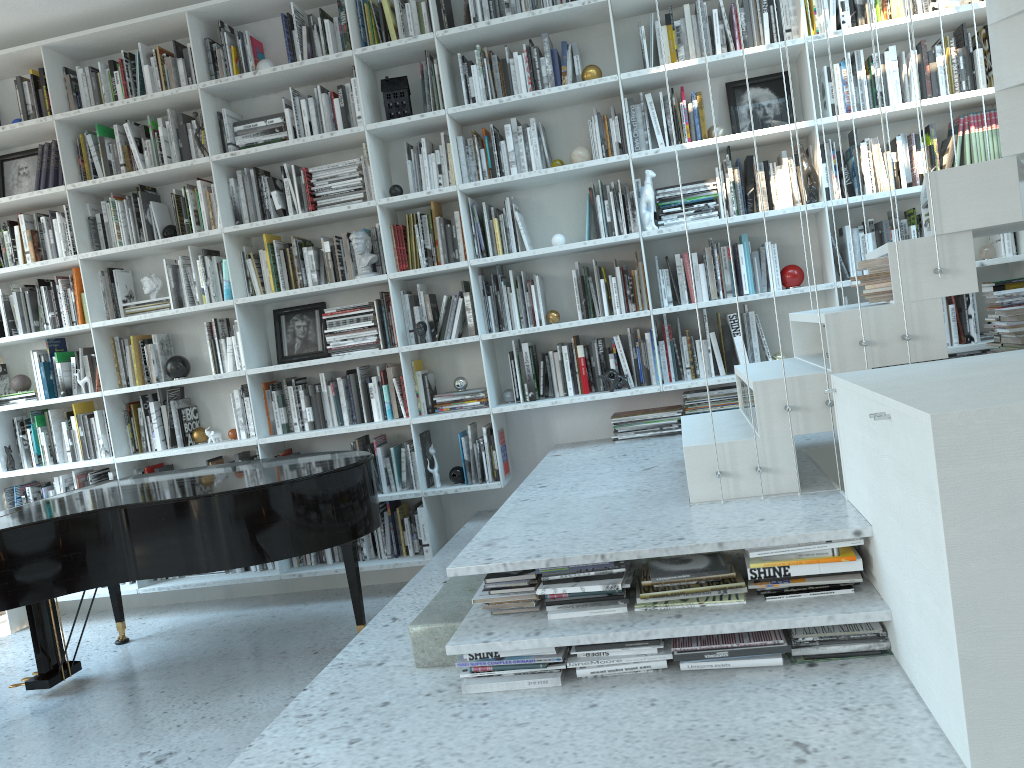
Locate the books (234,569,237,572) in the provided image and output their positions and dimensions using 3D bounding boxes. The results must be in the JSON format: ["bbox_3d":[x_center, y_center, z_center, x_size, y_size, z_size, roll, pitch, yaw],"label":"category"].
[{"bbox_3d":[-1.520,0.898,4.934,0.031,0.266,0.144,-8,4,11],"label":"books"}]

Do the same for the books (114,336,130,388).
[{"bbox_3d":[-2.138,-0.124,4.943,0.025,0.285,0.145,-8,4,11],"label":"books"}]

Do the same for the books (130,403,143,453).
[{"bbox_3d":[-2.049,0.239,4.948,0.012,0.272,0.181,-8,4,11],"label":"books"}]

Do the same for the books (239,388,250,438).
[{"bbox_3d":[-1.428,0.151,4.849,0.010,0.277,0.155,-8,4,11],"label":"books"}]

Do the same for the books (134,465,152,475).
[{"bbox_3d":[-2.058,0.609,5.007,0.012,0.285,0.159,-8,4,11],"label":"books"}]

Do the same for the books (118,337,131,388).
[{"bbox_3d":[-2.112,-0.123,4.943,0.026,0.275,0.154,-8,4,11],"label":"books"}]

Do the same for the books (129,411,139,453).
[{"bbox_3d":[-2.065,0.258,4.961,0.030,0.239,0.157,-8,4,11],"label":"books"}]

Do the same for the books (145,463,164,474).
[{"bbox_3d":[-1.990,0.598,4.990,0.013,0.288,0.160,-8,4,11],"label":"books"}]

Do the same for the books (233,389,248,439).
[{"bbox_3d":[-1.448,0.158,4.839,0.027,0.269,0.158,-8,4,11],"label":"books"}]

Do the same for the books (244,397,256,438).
[{"bbox_3d":[-1.394,0.175,4.833,0.029,0.221,0.153,-8,4,11],"label":"books"}]

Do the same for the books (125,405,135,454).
[{"bbox_3d":[-2.099,0.243,4.979,0.013,0.276,0.147,-8,4,11],"label":"books"}]

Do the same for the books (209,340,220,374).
[{"bbox_3d":[-1.587,-0.150,4.837,0.025,0.186,0.153,-8,4,11],"label":"books"}]

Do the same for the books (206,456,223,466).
[{"bbox_3d":[-1.628,0.550,4.921,0.012,0.285,0.159,-8,4,11],"label":"books"}]

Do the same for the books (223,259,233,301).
[{"bbox_3d":[-1.498,-0.553,4.776,0.060,0.228,0.179,-8,4,11],"label":"books"}]

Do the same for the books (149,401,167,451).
[{"bbox_3d":[-1.930,0.224,4.929,0.027,0.269,0.185,-8,4,11],"label":"books"}]

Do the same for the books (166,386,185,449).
[{"bbox_3d":[-1.857,0.185,4.914,0.050,0.328,0.166,-8,4,11],"label":"books"}]

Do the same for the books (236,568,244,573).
[{"bbox_3d":[-1.488,0.926,4.918,0.029,0.202,0.178,-8,4,11],"label":"books"}]

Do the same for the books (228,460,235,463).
[{"bbox_3d":[-1.537,0.555,4.892,0.022,0.251,0.187,-8,4,11],"label":"books"}]

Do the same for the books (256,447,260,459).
[{"bbox_3d":[-1.329,0.492,4.849,0.013,0.320,0.173,-8,4,11],"label":"books"}]

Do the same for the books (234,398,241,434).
[{"bbox_3d":[-1.462,0.181,4.862,0.015,0.225,0.148,-8,4,11],"label":"books"}]

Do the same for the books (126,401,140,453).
[{"bbox_3d":[-2.089,0.239,4.967,0.013,0.283,0.146,-8,4,11],"label":"books"}]

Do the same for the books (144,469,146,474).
[{"bbox_3d":[-2.001,0.603,4.990,0.010,0.282,0.149,-8,4,11],"label":"books"}]

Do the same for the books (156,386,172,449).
[{"bbox_3d":[-1.911,0.185,4.948,0.013,0.339,0.137,-8,4,11],"label":"books"}]

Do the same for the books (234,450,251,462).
[{"bbox_3d":[-1.469,0.523,4.900,0.025,0.294,0.134,-8,4,11],"label":"books"}]

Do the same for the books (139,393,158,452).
[{"bbox_3d":[-1.997,0.211,4.943,0.014,0.313,0.166,-8,4,11],"label":"books"}]

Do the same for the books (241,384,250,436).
[{"bbox_3d":[-1.418,0.143,4.843,0.014,0.291,0.131,-8,4,11],"label":"books"}]

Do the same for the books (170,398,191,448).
[{"bbox_3d":[-1.815,0.213,4.907,0.027,0.261,0.163,-8,4,11],"label":"books"}]

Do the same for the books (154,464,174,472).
[{"bbox_3d":[-1.936,0.598,4.989,0.026,0.274,0.146,-8,4,11],"label":"books"}]

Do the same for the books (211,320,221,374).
[{"bbox_3d":[-1.575,-0.205,4.841,0.011,0.292,0.155,-8,4,11],"label":"books"}]

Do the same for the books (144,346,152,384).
[{"bbox_3d":[-1.964,-0.109,4.910,0.011,0.208,0.180,-8,4,11],"label":"books"}]

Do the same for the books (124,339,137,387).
[{"bbox_3d":[-2.082,-0.121,4.931,0.036,0.263,0.166,-8,4,11],"label":"books"}]

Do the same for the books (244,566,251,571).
[{"bbox_3d":[-1.461,0.904,4.923,0.028,0.238,0.136,-8,4,11],"label":"books"}]

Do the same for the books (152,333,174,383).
[{"bbox_3d":[-1.920,-0.145,4.910,0.028,0.266,0.144,-8,4,11],"label":"books"}]

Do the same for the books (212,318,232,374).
[{"bbox_3d":[-1.565,-0.210,4.836,0.012,0.298,0.166,-8,4,11],"label":"books"}]

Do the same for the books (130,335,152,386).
[{"bbox_3d":[-2.031,-0.133,4.903,0.026,0.274,0.190,-8,4,11],"label":"books"}]

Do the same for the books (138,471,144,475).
[{"bbox_3d":[-2.040,0.616,5.006,0.023,0.266,0.134,-8,4,11],"label":"books"}]

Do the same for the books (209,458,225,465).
[{"bbox_3d":[-1.616,0.556,4.915,0.012,0.271,0.142,-8,4,11],"label":"books"}]

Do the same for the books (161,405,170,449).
[{"bbox_3d":[-1.886,0.232,4.940,0.029,0.241,0.135,-8,4,11],"label":"books"}]

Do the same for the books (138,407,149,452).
[{"bbox_3d":[-2.019,0.247,4.952,0.042,0.248,0.162,-8,4,11],"label":"books"}]

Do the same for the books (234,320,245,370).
[{"bbox_3d":[-1.426,-0.214,4.802,0.027,0.270,0.178,-8,4,11],"label":"books"}]

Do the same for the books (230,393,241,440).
[{"bbox_3d":[-1.479,0.169,4.856,0.012,0.254,0.160,-8,4,11],"label":"books"}]

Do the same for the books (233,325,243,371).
[{"bbox_3d":[-1.444,-0.199,4.800,0.012,0.245,0.171,-8,4,11],"label":"books"}]

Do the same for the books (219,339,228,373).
[{"bbox_3d":[-1.535,-0.156,4.842,0.030,0.183,0.154,-8,4,11],"label":"books"}]

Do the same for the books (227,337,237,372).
[{"bbox_3d":[-1.496,-0.164,4.819,0.057,0.189,0.155,-8,4,11],"label":"books"}]

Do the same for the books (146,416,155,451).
[{"bbox_3d":[-1.969,0.266,4.948,0.024,0.196,0.156,-8,4,11],"label":"books"}]

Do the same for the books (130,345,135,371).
[{"bbox_3d":[-2.049,-0.108,4.930,0.025,0.228,0.152,-8,4,11],"label":"books"}]

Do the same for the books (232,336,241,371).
[{"bbox_3d":[-1.456,-0.169,4.816,0.024,0.188,0.172,-8,4,11],"label":"books"}]

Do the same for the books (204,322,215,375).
[{"bbox_3d":[-1.612,-0.197,4.841,0.012,0.285,0.159,-8,4,11],"label":"books"}]

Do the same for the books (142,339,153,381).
[{"bbox_3d":[-1.982,-0.128,4.932,0.028,0.248,0.142,-8,4,11],"label":"books"}]

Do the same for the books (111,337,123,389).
[{"bbox_3d":[-2.166,-0.121,4.958,0.012,0.285,0.159,-8,4,11],"label":"books"}]

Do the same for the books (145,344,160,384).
[{"bbox_3d":[-1.947,-0.116,4.902,0.028,0.216,0.175,-8,4,11],"label":"books"}]

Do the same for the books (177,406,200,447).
[{"bbox_3d":[-1.784,0.233,4.918,0.023,0.212,0.160,-8,4,11],"label":"books"}]

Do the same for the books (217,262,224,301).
[{"bbox_3d":[-1.535,-0.545,4.807,0.026,0.219,0.149,-8,4,11],"label":"books"}]

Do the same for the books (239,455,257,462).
[{"bbox_3d":[-1.420,0.533,4.853,0.011,0.266,0.190,-8,4,11],"label":"books"}]

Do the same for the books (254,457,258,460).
[{"bbox_3d":[-1.339,0.520,4.845,0.013,0.268,0.183,-8,4,11],"label":"books"}]

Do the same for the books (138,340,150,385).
[{"bbox_3d":[-2.005,-0.122,4.920,0.014,0.244,0.152,-8,4,11],"label":"books"}]

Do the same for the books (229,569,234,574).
[{"bbox_3d":[-1.543,0.908,4.924,0.012,0.254,0.160,-8,4,11],"label":"books"}]

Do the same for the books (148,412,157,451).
[{"bbox_3d":[-1.949,0.254,4.939,0.021,0.215,0.171,-8,4,11],"label":"books"}]
